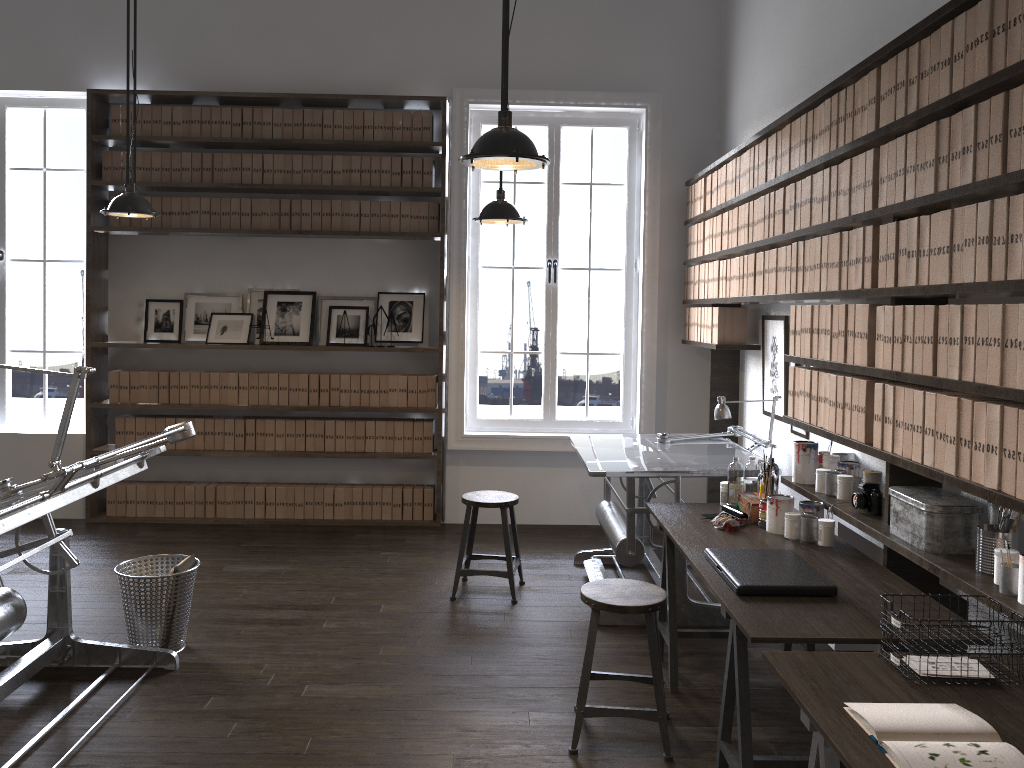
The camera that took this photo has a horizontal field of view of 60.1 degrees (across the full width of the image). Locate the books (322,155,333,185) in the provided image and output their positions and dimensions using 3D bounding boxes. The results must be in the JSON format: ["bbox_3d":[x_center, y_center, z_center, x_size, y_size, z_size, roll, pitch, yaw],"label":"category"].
[{"bbox_3d":[-1.298,-1.499,6.291,0.067,0.225,0.175,1,3,-1],"label":"books"}]

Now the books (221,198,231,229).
[{"bbox_3d":[-2.009,-1.199,6.293,0.067,0.225,0.175,1,3,-1],"label":"books"}]

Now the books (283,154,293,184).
[{"bbox_3d":[-1.575,-1.503,6.289,0.067,0.225,0.175,1,3,-1],"label":"books"}]

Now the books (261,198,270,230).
[{"bbox_3d":[-1.731,-1.194,6.295,0.067,0.225,0.175,1,3,-1],"label":"books"}]

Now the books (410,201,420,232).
[{"bbox_3d":[-0.686,-1.178,6.310,0.067,0.225,0.175,1,3,-1],"label":"books"}]

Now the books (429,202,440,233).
[{"bbox_3d":[-0.552,-1.176,6.318,0.067,0.225,0.175,1,3,-1],"label":"books"}]

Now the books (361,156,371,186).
[{"bbox_3d":[-1.029,-1.495,6.301,0.067,0.225,0.175,1,3,-1],"label":"books"}]

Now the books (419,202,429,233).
[{"bbox_3d":[-0.623,-1.177,6.316,0.067,0.225,0.175,1,3,-1],"label":"books"}]

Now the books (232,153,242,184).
[{"bbox_3d":[-1.929,-1.508,6.278,0.067,0.225,0.175,1,3,-1],"label":"books"}]

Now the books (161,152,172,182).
[{"bbox_3d":[-2.420,-1.516,6.275,0.067,0.225,0.175,1,3,-1],"label":"books"}]

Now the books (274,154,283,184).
[{"bbox_3d":[-1.638,-1.504,6.287,0.067,0.225,0.175,1,3,-1],"label":"books"}]

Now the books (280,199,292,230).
[{"bbox_3d":[-1.591,-1.192,6.295,0.067,0.225,0.175,1,3,-1],"label":"books"}]

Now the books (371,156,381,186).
[{"bbox_3d":[-0.958,-1.494,6.302,0.067,0.225,0.175,1,3,-1],"label":"books"}]

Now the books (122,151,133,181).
[{"bbox_3d":[-2.689,-1.520,6.265,0.067,0.225,0.175,1,3,-1],"label":"books"}]

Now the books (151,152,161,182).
[{"bbox_3d":[-2.487,-1.517,6.268,0.067,0.225,0.175,1,3,-1],"label":"books"}]

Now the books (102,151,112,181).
[{"bbox_3d":[-2.829,-1.523,6.269,0.067,0.225,0.175,1,3,-1],"label":"books"}]

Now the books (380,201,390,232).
[{"bbox_3d":[-0.894,-1.182,6.314,0.067,0.225,0.175,1,3,-1],"label":"books"}]

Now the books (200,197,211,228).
[{"bbox_3d":[-2.149,-1.200,6.285,0.067,0.225,0.175,1,3,-1],"label":"books"}]

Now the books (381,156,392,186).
[{"bbox_3d":[-0.887,-1.492,6.299,0.067,0.225,0.175,1,3,-1],"label":"books"}]

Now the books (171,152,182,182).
[{"bbox_3d":[-2.349,-1.515,6.276,0.067,0.225,0.175,1,3,-1],"label":"books"}]

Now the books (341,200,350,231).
[{"bbox_3d":[-1.170,-1.186,6.306,0.067,0.225,0.175,1,3,-1],"label":"books"}]

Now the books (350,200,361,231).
[{"bbox_3d":[-1.107,-1.184,6.306,0.067,0.225,0.175,1,3,-1],"label":"books"}]

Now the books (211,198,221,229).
[{"bbox_3d":[-2.079,-1.200,6.290,0.067,0.225,0.175,1,3,-1],"label":"books"}]

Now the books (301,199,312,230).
[{"bbox_3d":[-1.445,-1.190,6.298,0.067,0.225,0.175,1,3,-1],"label":"books"}]

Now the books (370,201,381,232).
[{"bbox_3d":[-0.964,-1.182,6.310,0.067,0.225,0.175,1,3,-1],"label":"books"}]

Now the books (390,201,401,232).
[{"bbox_3d":[-0.825,-1.180,6.311,0.067,0.225,0.175,1,3,-1],"label":"books"}]

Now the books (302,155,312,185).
[{"bbox_3d":[-1.438,-1.501,6.294,0.067,0.225,0.175,1,3,-1],"label":"books"}]

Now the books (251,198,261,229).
[{"bbox_3d":[-1.794,-1.195,6.290,0.067,0.225,0.175,1,3,-1],"label":"books"}]

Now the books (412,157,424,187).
[{"bbox_3d":[-0.667,-1.489,6.308,0.067,0.225,0.175,1,3,-1],"label":"books"}]

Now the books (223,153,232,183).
[{"bbox_3d":[-1.993,-1.510,6.281,0.067,0.225,0.175,1,3,-1],"label":"books"}]

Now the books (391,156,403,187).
[{"bbox_3d":[-0.816,-1.492,6.305,0.067,0.225,0.175,1,3,-1],"label":"books"}]

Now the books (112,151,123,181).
[{"bbox_3d":[-2.760,-1.521,6.268,0.067,0.225,0.175,1,3,-1],"label":"books"}]

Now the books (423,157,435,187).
[{"bbox_3d":[-0.591,-1.488,6.307,0.067,0.225,0.175,1,3,-1],"label":"books"}]

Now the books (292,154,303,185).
[{"bbox_3d":[-1.508,-1.502,6.286,0.067,0.225,0.175,1,3,-1],"label":"books"}]

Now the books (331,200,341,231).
[{"bbox_3d":[-1.236,-1.186,6.300,0.067,0.225,0.175,1,3,-1],"label":"books"}]

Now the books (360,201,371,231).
[{"bbox_3d":[-1.034,-1.183,6.305,0.067,0.225,0.175,1,3,-1],"label":"books"}]

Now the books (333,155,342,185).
[{"bbox_3d":[-1.226,-1.498,6.294,0.067,0.225,0.175,1,3,-1],"label":"books"}]

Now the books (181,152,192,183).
[{"bbox_3d":[-2.278,-1.514,6.274,0.067,0.225,0.175,1,3,-1],"label":"books"}]

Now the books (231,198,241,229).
[{"bbox_3d":[-1.939,-1.197,6.290,0.067,0.225,0.175,1,3,-1],"label":"books"}]

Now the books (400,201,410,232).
[{"bbox_3d":[-0.752,-1.179,6.309,0.067,0.225,0.175,1,3,-1],"label":"books"}]

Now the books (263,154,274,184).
[{"bbox_3d":[-1.710,-1.505,6.283,0.067,0.225,0.175,1,3,-1],"label":"books"}]

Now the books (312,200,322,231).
[{"bbox_3d":[-1.375,-1.189,6.304,0.067,0.225,0.175,1,3,-1],"label":"books"}]

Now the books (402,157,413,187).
[{"bbox_3d":[-0.741,-1.490,6.301,0.067,0.225,0.175,1,3,-1],"label":"books"}]

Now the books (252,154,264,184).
[{"bbox_3d":[-1.785,-1.506,6.284,0.067,0.225,0.175,1,3,-1],"label":"books"}]

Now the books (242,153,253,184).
[{"bbox_3d":[-1.857,-1.507,6.279,0.067,0.225,0.175,1,3,-1],"label":"books"}]

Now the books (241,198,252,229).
[{"bbox_3d":[-1.867,-1.196,6.288,0.067,0.225,0.175,1,3,-1],"label":"books"}]

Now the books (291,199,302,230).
[{"bbox_3d":[-1.517,-1.191,6.302,0.067,0.225,0.175,1,3,-1],"label":"books"}]

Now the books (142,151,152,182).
[{"bbox_3d":[-2.554,-1.518,6.271,0.067,0.225,0.175,1,3,-1],"label":"books"}]

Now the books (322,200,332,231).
[{"bbox_3d":[-1.304,-1.188,6.305,0.067,0.225,0.175,1,3,-1],"label":"books"}]

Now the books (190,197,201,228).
[{"bbox_3d":[-2.221,-1.202,6.285,0.067,0.225,0.175,1,3,-1],"label":"books"}]

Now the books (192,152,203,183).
[{"bbox_3d":[-2.207,-1.513,6.280,0.067,0.225,0.175,1,3,-1],"label":"books"}]

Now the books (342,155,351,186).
[{"bbox_3d":[-1.163,-1.497,6.297,0.067,0.225,0.175,1,3,-1],"label":"books"}]

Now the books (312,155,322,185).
[{"bbox_3d":[-1.369,-1.500,6.294,0.067,0.225,0.175,1,3,-1],"label":"books"}]

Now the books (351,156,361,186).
[{"bbox_3d":[-1.096,-1.495,6.294,0.067,0.225,0.175,1,3,-1],"label":"books"}]

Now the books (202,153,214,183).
[{"bbox_3d":[-2.132,-1.511,6.275,0.067,0.225,0.175,1,3,-1],"label":"books"}]

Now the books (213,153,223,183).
[{"bbox_3d":[-2.058,-1.511,6.282,0.067,0.225,0.175,1,3,-1],"label":"books"}]

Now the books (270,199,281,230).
[{"bbox_3d":[-1.666,-1.193,6.299,0.067,0.225,0.175,1,3,-1],"label":"books"}]
